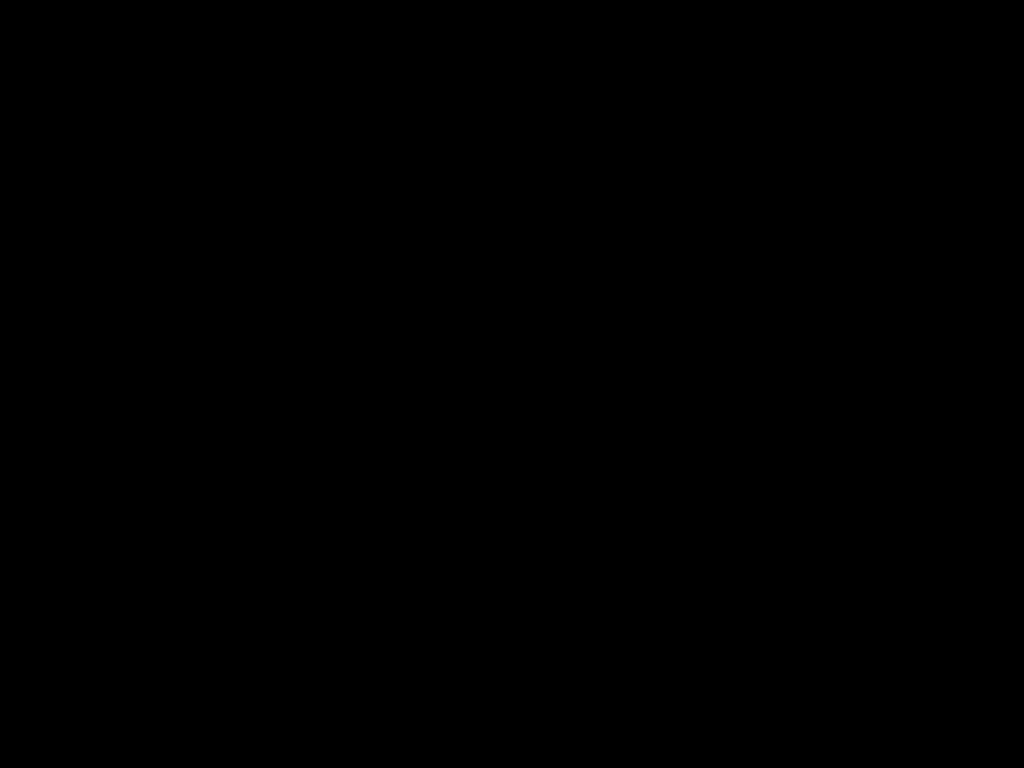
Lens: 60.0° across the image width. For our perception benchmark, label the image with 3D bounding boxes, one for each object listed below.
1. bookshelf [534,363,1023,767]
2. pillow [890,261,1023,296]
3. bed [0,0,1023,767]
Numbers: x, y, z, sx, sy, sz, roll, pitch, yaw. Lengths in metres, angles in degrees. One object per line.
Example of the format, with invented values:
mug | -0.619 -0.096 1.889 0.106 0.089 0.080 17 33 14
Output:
bookshelf | 0.517 0.145 0.980 0.643 0.303 1.495 1 0 -12
pillow | 0.346 -0.124 0.617 0.498 0.241 0.470 1 -1 43
bed | -1.261 -0.229 0.593 3.009 0.994 2.087 1 0 -12
